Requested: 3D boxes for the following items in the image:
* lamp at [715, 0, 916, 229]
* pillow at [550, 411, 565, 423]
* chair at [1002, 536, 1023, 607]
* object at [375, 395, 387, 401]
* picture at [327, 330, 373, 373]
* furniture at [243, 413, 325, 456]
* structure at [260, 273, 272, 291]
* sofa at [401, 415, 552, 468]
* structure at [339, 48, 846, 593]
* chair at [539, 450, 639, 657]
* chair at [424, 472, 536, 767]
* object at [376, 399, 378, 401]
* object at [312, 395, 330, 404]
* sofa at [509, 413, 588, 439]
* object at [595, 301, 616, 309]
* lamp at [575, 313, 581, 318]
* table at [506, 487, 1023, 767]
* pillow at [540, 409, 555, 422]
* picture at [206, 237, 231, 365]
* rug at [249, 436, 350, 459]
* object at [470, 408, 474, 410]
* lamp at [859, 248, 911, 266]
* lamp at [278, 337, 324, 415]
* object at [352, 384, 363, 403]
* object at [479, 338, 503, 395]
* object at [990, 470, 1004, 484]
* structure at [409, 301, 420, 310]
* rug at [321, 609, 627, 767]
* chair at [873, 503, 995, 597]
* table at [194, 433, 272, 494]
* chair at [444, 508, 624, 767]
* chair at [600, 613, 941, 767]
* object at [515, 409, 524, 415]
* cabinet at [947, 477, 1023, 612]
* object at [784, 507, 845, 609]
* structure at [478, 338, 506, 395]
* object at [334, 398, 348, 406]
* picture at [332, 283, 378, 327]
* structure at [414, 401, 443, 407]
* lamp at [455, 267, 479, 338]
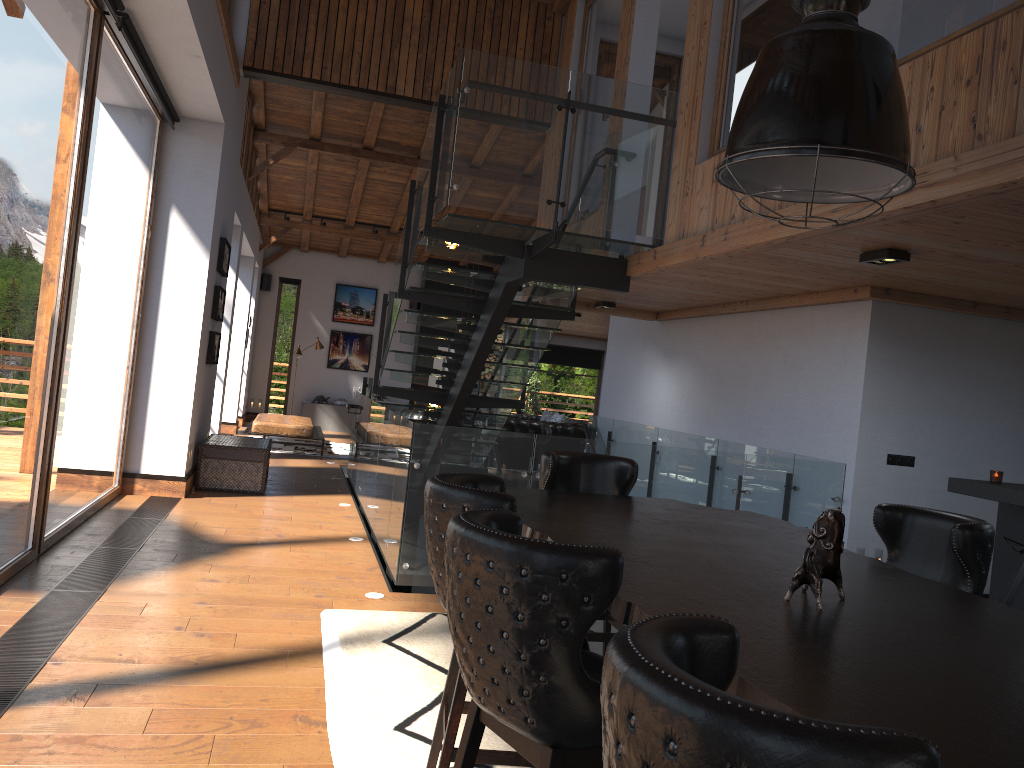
[{"bbox_3d":[1.213,-2.848,2.904,0.615,4.686,0.627,6,-1,31],"label":"lamp"},{"bbox_3d":[0.848,0.745,16.921,0.284,0.469,0.526,6,0,-11],"label":"pillow"},{"bbox_3d":[2.979,1.313,4.939,0.472,0.839,0.536,6,-1,-14],"label":"chair"},{"bbox_3d":[-2.803,0.308,18.831,0.340,0.455,0.335,6,0,11],"label":"object"},{"bbox_3d":[-3.462,-0.695,18.923,0.884,0.816,0.035,6,-1,-15],"label":"picture"},{"bbox_3d":[-3.692,0.768,14.443,1.182,0.437,2.744,6,0,-14],"label":"furniture"},{"bbox_3d":[-5.102,-2.109,18.386,0.215,0.349,0.212,6,-1,-14],"label":"structure"},{"bbox_3d":[-0.643,0.900,14.534,2.580,0.838,1.232,6,0,-15],"label":"sofa"},{"bbox_3d":[-2.223,0.776,7.077,9.261,6.399,10.964,6,0,-14],"label":"structure"},{"bbox_3d":[0.350,0.899,4.325,0.507,1.092,0.565,6,-1,-15],"label":"chair"},{"bbox_3d":[-0.055,0.868,2.883,0.569,1.092,0.503,6,-1,-5],"label":"chair"},{"bbox_3d":[-2.249,0.393,14.721,0.088,0.286,0.087,6,-1,-4],"label":"object"},{"bbox_3d":[-3.975,0.322,18.525,0.401,0.183,0.228,6,0,29],"label":"object"},{"bbox_3d":[0.720,1.043,17.094,1.246,0.838,2.551,6,0,-15],"label":"sofa"},{"bbox_3d":[1.014,-0.862,9.638,0.156,0.068,0.259,6,0,-14],"label":"object"},{"bbox_3d":[1.068,-1.174,15.072,0.156,0.068,0.259,6,0,-14],"label":"lamp"},{"bbox_3d":[0.833,1.048,2.404,1.437,0.950,3.776,6,0,-14],"label":"table"},{"bbox_3d":[0.688,0.726,17.578,0.284,0.469,0.526,6,0,-11],"label":"pillow"},{"bbox_3d":[-3.128,-0.864,9.465,0.059,1.312,0.770,6,-1,-14],"label":"picture"},{"bbox_3d":[-2.414,1.100,14.581,3.828,0.053,2.419,6,0,-14],"label":"rug"},{"bbox_3d":[-0.714,0.544,16.085,0.407,0.808,0.619,6,0,-3],"label":"object"},{"bbox_3d":[2.126,-0.729,5.056,0.156,0.068,0.259,6,0,-14],"label":"lamp"},{"bbox_3d":[-4.250,-0.032,17.546,0.526,1.899,1.325,6,-1,7],"label":"lamp"},{"bbox_3d":[-3.206,0.237,18.656,0.422,0.532,0.262,6,-1,44],"label":"object"},{"bbox_3d":[-0.541,0.013,19.454,0.496,2.612,0.464,6,-1,-15],"label":"object"},{"bbox_3d":[3.116,0.599,5.704,0.078,0.081,0.080,6,0,21],"label":"object"},{"bbox_3d":[-2.105,-1.782,19.186,0.215,0.349,0.212,6,-1,-14],"label":"structure"},{"bbox_3d":[0.767,1.498,2.725,2.565,0.047,5.600,6,0,-14],"label":"rug"},{"bbox_3d":[1.451,1.022,3.338,0.571,1.092,0.501,6,-1,-15],"label":"chair"},{"bbox_3d":[-2.974,0.843,9.557,0.688,0.470,1.247,6,0,-14],"label":"table"},{"bbox_3d":[0.076,0.874,2.074,0.574,1.092,0.499,7,-1,-30],"label":"chair"},{"bbox_3d":[0.349,0.906,1.156,0.571,1.092,0.501,6,-1,-15],"label":"chair"},{"bbox_3d":[0.159,0.635,18.523,0.148,0.319,0.250,6,-1,27],"label":"object"},{"bbox_3d":[3.808,1.276,3.635,0.893,1.104,4.774,6,0,-14],"label":"cabinet"},{"bbox_3d":[0.805,0.449,2.338,0.114,0.253,0.223,6,-1,39],"label":"object"},{"bbox_3d":[-0.532,0.008,19.447,0.504,2.617,0.509,6,-1,-14],"label":"structure"},{"bbox_3d":[-3.598,0.375,18.646,0.282,0.160,0.257,6,0,-12],"label":"object"},{"bbox_3d":[-3.354,-1.684,18.937,0.884,0.816,0.035,6,-1,-15],"label":"picture"},{"bbox_3d":[-1.597,0.445,19.037,0.988,0.514,0.182,6,-1,-15],"label":"structure"},{"bbox_3d":[-0.795,-1.942,16.657,0.264,2.202,0.796,7,-1,-23],"label":"lamp"}]
